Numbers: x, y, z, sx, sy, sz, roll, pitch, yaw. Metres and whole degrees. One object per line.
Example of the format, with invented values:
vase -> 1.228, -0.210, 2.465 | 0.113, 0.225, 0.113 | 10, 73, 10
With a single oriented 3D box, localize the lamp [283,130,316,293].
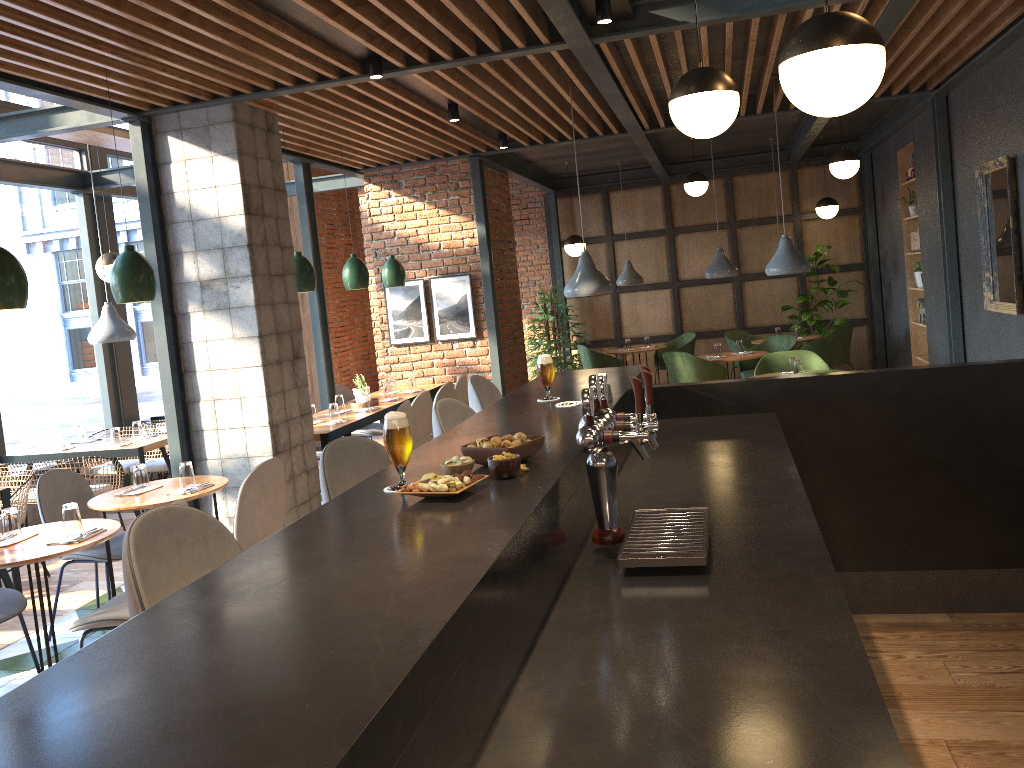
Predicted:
lamp -> -1.637, -1.670, 6.426 | 0.223, 2.016, 0.225 | -5, 4, 17

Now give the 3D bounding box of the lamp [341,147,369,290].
lamp -> -1.405, -1.799, 7.409 | 0.223, 2.016, 0.225 | -5, 4, 17

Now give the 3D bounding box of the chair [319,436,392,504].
chair -> -0.227, 0.761, 2.528 | 0.507, 1.240, 0.420 | -4, 4, 25

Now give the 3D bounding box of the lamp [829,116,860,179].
lamp -> 2.905, -3.781, 8.109 | 0.268, 3.783, 0.269 | -7, 4, -14

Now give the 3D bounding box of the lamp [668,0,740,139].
lamp -> 0.566, -2.831, 3.323 | 0.268, 3.783, 0.269 | -5, 4, 16

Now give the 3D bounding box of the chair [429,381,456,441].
chair -> -0.716, 0.434, 7.690 | 0.507, 0.885, 0.420 | -4, 4, 20

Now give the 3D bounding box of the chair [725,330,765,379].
chair -> 3.015, -0.275, 11.115 | 0.641, 0.816, 0.514 | -10, 6, -44

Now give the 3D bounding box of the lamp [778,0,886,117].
lamp -> 0.673, -2.594, 2.253 | 0.268, 3.783, 0.269 | -6, 3, 4

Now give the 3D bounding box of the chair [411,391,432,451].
chair -> -0.869, 0.509, 7.139 | 0.507, 0.885, 0.420 | -4, 4, 20

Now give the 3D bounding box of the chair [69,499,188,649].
chair -> -1.588, 0.947, 3.740 | 0.507, 0.885, 0.420 | -5, 4, 10

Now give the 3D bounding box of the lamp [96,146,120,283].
lamp -> -3.689, -2.768, 7.686 | 0.269, 3.783, 0.268 | -7, 4, -18

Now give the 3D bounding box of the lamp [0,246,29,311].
lamp -> -2.276, -1.315, 3.717 | 0.223, 2.016, 0.225 | -5, 4, 17

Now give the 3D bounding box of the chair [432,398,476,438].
chair -> 0.020, 0.656, 3.270 | 0.507, 1.240, 0.420 | -4, 4, 19

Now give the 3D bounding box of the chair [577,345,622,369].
chair -> 1.159, -0.123, 11.436 | 0.515, 0.816, 0.640 | -7, 4, -11

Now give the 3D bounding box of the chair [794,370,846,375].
chair -> 2.284, 0.281, 6.625 | 0.638, 0.816, 0.517 | -5, 4, 9

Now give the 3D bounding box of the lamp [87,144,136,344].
lamp -> -3.378, -2.555, 6.868 | 0.353, 4.477, 0.353 | -7, 4, -24

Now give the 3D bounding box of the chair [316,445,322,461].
chair -> -1.597, 0.562, 7.324 | 0.507, 0.885, 0.420 | -5, 4, 10

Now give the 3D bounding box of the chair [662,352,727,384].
chair -> 1.913, 0.041, 9.210 | 0.516, 0.816, 0.639 | -8, 5, -31

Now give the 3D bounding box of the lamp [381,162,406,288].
lamp -> -1.201, -1.913, 8.273 | 0.223, 2.016, 0.225 | -5, 4, 17

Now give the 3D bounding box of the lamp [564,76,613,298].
lamp -> 0.321, -2.849, 6.142 | 0.354, 4.477, 0.352 | -9, 5, -41

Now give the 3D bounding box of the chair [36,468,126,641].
chair -> -2.268, 0.895, 4.852 | 0.507, 0.885, 0.420 | -5, 4, 15

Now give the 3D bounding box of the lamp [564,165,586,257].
lamp -> 0.603, -3.454, 10.857 | 0.269, 3.783, 0.268 | -8, 4, -33

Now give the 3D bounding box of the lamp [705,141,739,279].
lamp -> 1.998, -3.351, 9.239 | 0.354, 4.477, 0.352 | -9, 5, -41

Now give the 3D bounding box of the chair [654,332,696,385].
chair -> 2.159, -0.248, 11.660 | 0.515, 0.816, 0.640 | -7, 4, -11

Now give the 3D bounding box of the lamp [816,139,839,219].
lamp -> 3.714, -3.916, 10.830 | 0.269, 3.783, 0.268 | -8, 4, -33

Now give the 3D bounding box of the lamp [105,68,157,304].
lamp -> -2.072, -1.428, 4.582 | 0.223, 2.016, 0.225 | -5, 4, 17

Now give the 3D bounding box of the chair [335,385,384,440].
chair -> -1.404, 0.435, 8.324 | 0.507, 0.885, 0.420 | -4, 4, 20

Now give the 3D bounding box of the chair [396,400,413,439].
chair -> -0.960, 0.579, 6.572 | 0.507, 0.885, 0.420 | -5, 4, 10

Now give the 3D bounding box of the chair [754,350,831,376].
chair -> 2.473, 0.139, 7.773 | 0.638, 0.816, 0.517 | -5, 4, 14

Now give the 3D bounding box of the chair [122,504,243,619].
chair -> -0.443, 0.850, 1.796 | 0.507, 1.240, 0.420 | -5, 4, 10

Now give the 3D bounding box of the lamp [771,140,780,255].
lamp -> 3.024, -3.595, 10.542 | 0.354, 4.477, 0.352 | -9, 5, -41

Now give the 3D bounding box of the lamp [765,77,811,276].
lamp -> 1.998, -3.110, 6.994 | 0.354, 4.477, 0.352 | -9, 5, -41

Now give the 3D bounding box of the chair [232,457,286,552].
chair -> -1.412, 0.835, 4.611 | 0.507, 0.885, 0.420 | -4, 4, 20

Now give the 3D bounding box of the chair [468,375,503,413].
chair -> 0.108, 0.558, 4.098 | 0.507, 1.240, 0.420 | -5, 4, 14

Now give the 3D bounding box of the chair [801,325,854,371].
chair -> 3.690, -0.259, 10.336 | 0.641, 0.816, 0.515 | -9, 6, -39

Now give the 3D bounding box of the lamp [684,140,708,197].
lamp -> 1.887, -3.982, 9.825 | 0.268, 3.783, 0.269 | -6, 3, -7

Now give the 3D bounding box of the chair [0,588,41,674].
chair -> -2.458, 1.011, 3.957 | 0.507, 0.885, 0.420 | -5, 4, 15

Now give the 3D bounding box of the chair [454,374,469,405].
chair -> -0.630, 0.367, 8.230 | 0.507, 0.885, 0.420 | -5, 4, 10

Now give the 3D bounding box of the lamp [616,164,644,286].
lamp -> 1.305, -3.506, 11.328 | 0.354, 4.477, 0.352 | -9, 5, -41

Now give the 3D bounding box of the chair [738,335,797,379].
chair -> 2.820, -0.102, 9.686 | 0.516, 0.816, 0.639 | -8, 5, -26
